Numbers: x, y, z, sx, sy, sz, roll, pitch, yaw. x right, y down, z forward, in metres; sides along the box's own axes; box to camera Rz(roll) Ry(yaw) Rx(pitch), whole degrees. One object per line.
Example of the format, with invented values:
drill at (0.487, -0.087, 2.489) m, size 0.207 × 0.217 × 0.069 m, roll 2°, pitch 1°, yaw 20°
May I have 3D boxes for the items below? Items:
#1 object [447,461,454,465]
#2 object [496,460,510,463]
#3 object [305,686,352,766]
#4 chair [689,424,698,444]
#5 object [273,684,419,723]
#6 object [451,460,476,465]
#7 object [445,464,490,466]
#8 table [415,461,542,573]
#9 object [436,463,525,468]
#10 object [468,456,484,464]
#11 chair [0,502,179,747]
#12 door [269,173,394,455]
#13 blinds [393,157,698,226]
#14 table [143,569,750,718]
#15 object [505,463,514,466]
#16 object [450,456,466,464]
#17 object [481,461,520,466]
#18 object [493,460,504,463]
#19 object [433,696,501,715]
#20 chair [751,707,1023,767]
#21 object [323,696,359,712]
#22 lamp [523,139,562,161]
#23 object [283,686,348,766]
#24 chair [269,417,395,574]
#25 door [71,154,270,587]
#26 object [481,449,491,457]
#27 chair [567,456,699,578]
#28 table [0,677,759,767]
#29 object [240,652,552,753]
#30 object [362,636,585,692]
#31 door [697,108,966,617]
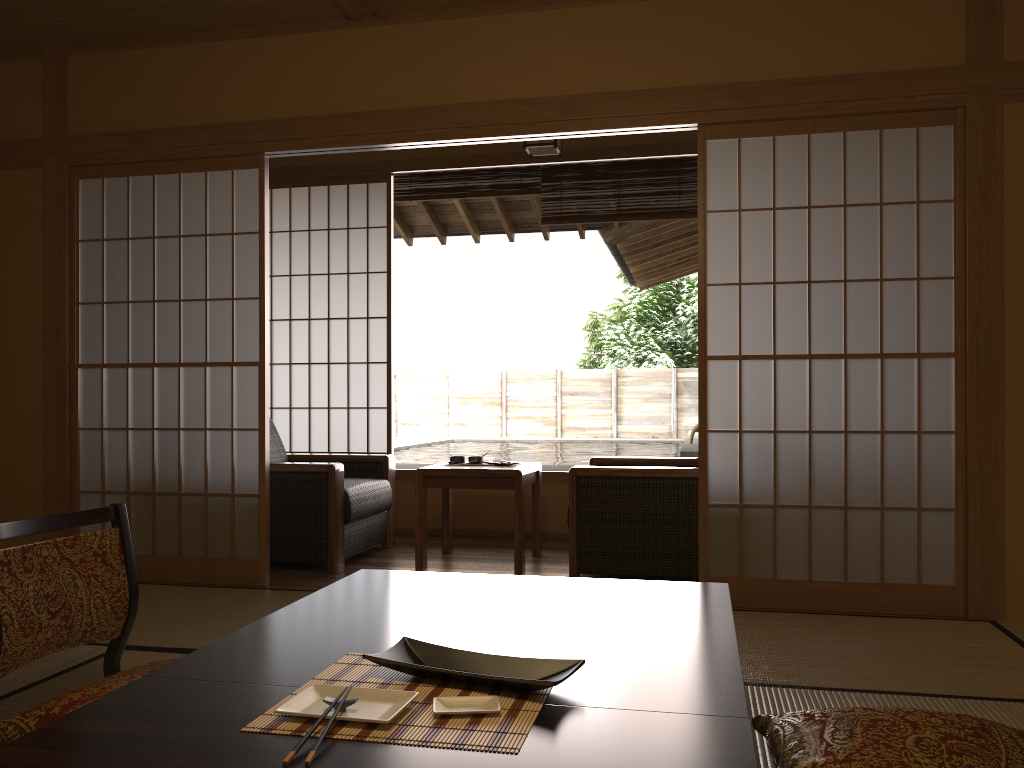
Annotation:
object at (-0.320, 0.409, 4.605) m, size 0.015 × 0.018 × 0.050 m, roll 0°, pitch -1°, yaw -36°
object at (-0.054, 0.399, 4.588) m, size 0.006 × 0.007 × 0.230 m, roll 0°, pitch -1°, yaw -22°
object at (-0.253, 0.473, 1.241) m, size 0.006 × 0.030 × 0.229 m, roll 0°, pitch -1°, yaw 4°
chair at (1.906, 0.060, 6.836) m, size 0.677 × 0.851 × 1.226 m, roll 0°, pitch -1°, yaw -13°
object at (-0.244, 0.481, 1.324) m, size 0.180 × 0.014 × 0.130 m, roll 0°, pitch -1°, yaw 14°
object at (-0.248, 0.404, 4.573) m, size 0.130 × 0.026 × 0.038 m, roll 0°, pitch -1°, yaw -4°
object at (-0.228, 0.413, 4.528) m, size 0.230 × 0.007 × 0.006 m, roll 0°, pitch -1°, yaw 1°
table at (-0.159, 0.669, 4.585) m, size 0.540 × 0.500 × 0.540 m, roll 0°, pitch -1°, yaw 12°
object at (-0.158, 0.418, 4.585) m, size 0.401 × 0.003 × 0.300 m, roll 0°, pitch -1°, yaw 12°
object at (-0.189, 0.401, 4.677) m, size 0.084 × 0.037 × 0.084 m, roll 0°, pitch -1°, yaw 4°
chair at (-0.864, 0.593, 2.129) m, size 0.687 × 0.546 × 0.582 m, roll 0°, pitch -1°, yaw 16°
door at (-1.242, -0.393, 5.714) m, size 0.992 × 1.873 × 0.040 m, roll 0°, pitch 0°, yaw 12°
blinds at (0.180, -1.274, 5.474) m, size 1.932 × 0.594 × 0.048 m, roll 0°, pitch 0°, yaw 12°
table at (-0.036, 0.680, 1.883) m, size 0.995 × 0.356 × 0.995 m, roll 0°, pitch -1°, yaw 12°
object at (-0.015, 0.405, 4.473) m, size 0.050 × 0.018 × 0.015 m, roll 0°, pitch -1°, yaw -1°
object at (-0.288, 0.402, 4.695) m, size 0.084 × 0.037 × 0.084 m, roll -1°, pitch -1°, yaw 40°
object at (-0.058, 0.409, 4.583) m, size 0.131 × 0.015 × 0.181 m, roll 1°, pitch -2°, yaw -33°
object at (-0.073, 0.399, 4.573) m, size 0.006 × 0.007 × 0.230 m, roll 0°, pitch -1°, yaw -14°
object at (-0.068, 0.483, 1.324) m, size 0.099 × 0.013 × 0.067 m, roll 0°, pitch -1°, yaw -5°
chair at (0.841, 0.579, 1.706) m, size 0.699 × 0.546 × 0.582 m, roll 0°, pitch -1°, yaw 11°
object at (-0.253, 0.475, 1.312) m, size 0.050 × 0.018 × 0.015 m, roll 0°, pitch -1°, yaw 9°
lamp at (0.155, -1.494, 4.475) m, size 0.330 × 0.681 × 0.330 m, roll 0°, pitch 0°, yaw 12°
object at (-0.270, 0.474, 1.240) m, size 0.006 × 0.030 × 0.229 m, roll 0°, pitch -1°, yaw 9°
chair at (-1.182, 0.540, 4.764) m, size 0.943 × 0.779 × 0.872 m, roll 0°, pitch -1°, yaw 12°
door at (-1.585, -0.058, 4.085) m, size 0.992 × 1.934 × 0.040 m, roll 0°, pitch 0°, yaw 12°
object at (-0.166, 0.378, 4.687) m, size 0.117 × 0.068 × 0.038 m, roll 0°, pitch -1°, yaw -23°
chair at (0.770, 0.526, 4.350) m, size 0.943 × 0.779 × 0.872 m, roll 0°, pitch -1°, yaw 12°
table at (-0.241, 0.659, 0.910) m, size 0.995 × 0.356 × 0.995 m, roll 0°, pitch -1°, yaw 12°
object at (-0.146, 0.490, 1.400) m, size 0.401 × 0.003 × 0.398 m, roll 0°, pitch -1°, yaw 12°
object at (-0.065, 0.471, 1.468) m, size 0.349 × 0.039 × 0.129 m, roll -1°, pitch -1°, yaw 25°
door at (1.238, -0.078, 3.486) m, size 0.992 × 1.934 × 0.040 m, roll 0°, pitch 0°, yaw 12°
